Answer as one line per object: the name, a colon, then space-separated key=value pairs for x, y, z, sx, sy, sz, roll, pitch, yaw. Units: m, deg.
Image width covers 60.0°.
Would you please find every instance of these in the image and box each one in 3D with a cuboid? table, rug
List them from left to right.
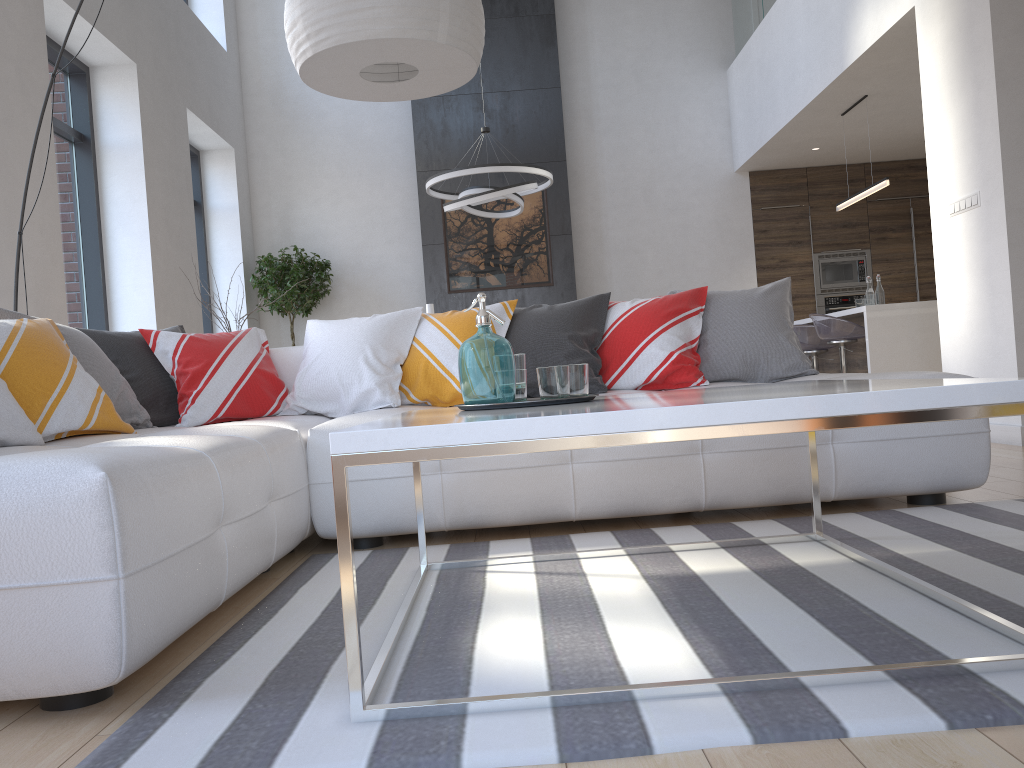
table: x=0.285 y=0.248 z=1.866 sx=1.091 sy=0.435 sz=1.091 roll=-4 pitch=0 yaw=0
rug: x=0.534 y=0.451 z=1.989 sx=2.326 sy=0.016 sz=1.662 roll=-4 pitch=0 yaw=-1

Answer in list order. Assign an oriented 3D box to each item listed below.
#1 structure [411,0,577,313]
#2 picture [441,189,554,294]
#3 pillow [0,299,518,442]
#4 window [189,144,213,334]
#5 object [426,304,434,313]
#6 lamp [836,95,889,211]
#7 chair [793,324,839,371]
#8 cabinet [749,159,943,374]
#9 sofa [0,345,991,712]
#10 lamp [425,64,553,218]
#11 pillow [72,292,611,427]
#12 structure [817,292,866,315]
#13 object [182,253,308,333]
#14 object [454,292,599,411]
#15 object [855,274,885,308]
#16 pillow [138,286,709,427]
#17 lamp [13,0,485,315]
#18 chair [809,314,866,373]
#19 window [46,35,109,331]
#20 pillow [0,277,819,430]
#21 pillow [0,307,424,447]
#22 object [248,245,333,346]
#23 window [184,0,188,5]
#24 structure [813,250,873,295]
structure: x=-0.243 y=-2.670 z=8.795 sx=1.500 sy=6.351 sz=0.722 roll=-4 pitch=0 yaw=0
picture: x=-0.149 y=-1.434 z=8.821 sx=1.056 sy=0.990 sz=0.026 roll=-4 pitch=0 yaw=0
pillow: x=-0.830 y=-0.060 z=2.997 sx=2.095 sy=0.440 sz=0.630 roll=-4 pitch=0 yaw=-43
window: x=-3.050 y=-1.078 z=8.036 sx=0.170 sy=2.402 sz=1.310 roll=-4 pitch=0 yaw=0
object: x=-0.452 y=-0.168 z=4.150 sx=0.316 sy=0.398 sz=0.319 roll=-4 pitch=0 yaw=24
lamp: x=2.748 y=-1.848 z=7.054 sx=0.020 sy=0.756 sz=0.998 roll=-4 pitch=0 yaw=0
chair: x=2.428 y=-0.086 z=7.075 sx=0.434 sy=0.787 sz=0.475 roll=-4 pitch=0 yaw=-37
cabinet: x=3.606 y=-1.033 z=6.878 sx=2.402 sy=2.501 sz=4.694 roll=-4 pitch=0 yaw=0
sofa: x=-0.193 y=0.146 z=2.725 sx=3.424 sy=0.732 sz=2.614 roll=-4 pitch=0 yaw=0
lamp: x=-0.330 y=-3.583 z=6.970 sx=1.000 sy=4.513 sz=1.000 roll=-4 pitch=0 yaw=1
pillow: x=-0.635 y=-0.091 z=3.534 sx=2.120 sy=0.436 sz=0.608 roll=-4 pitch=0 yaw=-5
structure: x=3.467 y=-0.656 z=9.391 sx=0.595 sy=0.570 sz=0.495 roll=-4 pitch=0 yaw=0
object: x=-1.321 y=-0.276 z=4.223 sx=0.406 sy=0.744 sz=0.607 roll=-4 pitch=0 yaw=40
object: x=0.024 y=-0.083 z=2.018 sx=0.330 sy=0.265 sz=0.330 roll=-4 pitch=0 yaw=24
object: x=2.688 y=-0.695 z=6.750 sx=0.323 sy=0.267 sz=0.148 roll=-4 pitch=0 yaw=-36
pillow: x=-0.307 y=-0.089 z=3.544 sx=2.250 sy=0.449 sz=0.575 roll=-4 pitch=0 yaw=-3
lamp: x=-1.446 y=-0.719 z=3.397 sx=3.199 sy=2.647 sz=0.710 roll=-4 pitch=0 yaw=36
chair: x=2.430 y=-0.111 z=6.477 sx=0.434 sy=0.838 sz=0.475 roll=-4 pitch=0 yaw=-2
window: x=-3.034 y=-1.078 z=5.737 sx=0.170 sy=2.402 sz=1.310 roll=-4 pitch=0 yaw=0
pillow: x=-0.211 y=-0.127 z=3.213 sx=2.953 sy=0.453 sz=0.647 roll=-4 pitch=0 yaw=-13
pillow: x=-1.027 y=-0.063 z=2.745 sx=0.580 sy=0.456 sz=2.156 roll=-4 pitch=0 yaw=26
object: x=-2.118 y=-0.363 z=8.732 sx=0.801 sy=2.019 sz=0.813 roll=-4 pitch=0 yaw=3
window: x=-3.305 y=-4.417 z=8.035 sx=0.170 sy=2.402 sz=1.310 roll=-4 pitch=0 yaw=0
structure: x=3.429 y=-1.154 z=9.409 sx=0.595 sy=0.430 sz=0.459 roll=-4 pitch=0 yaw=0
